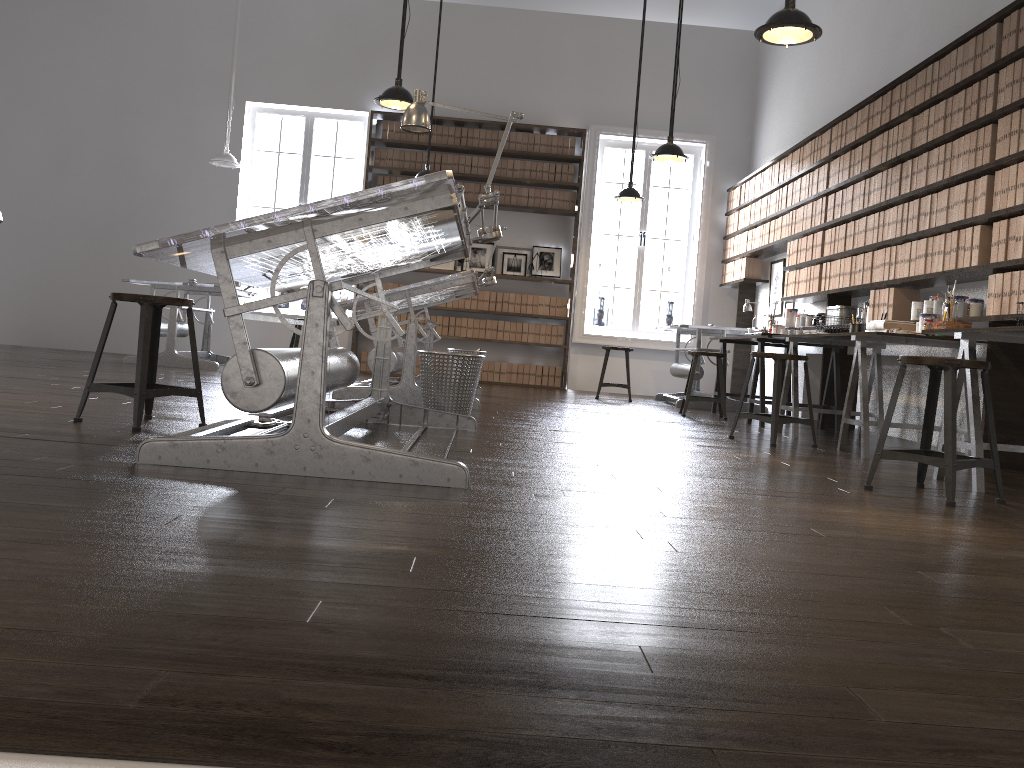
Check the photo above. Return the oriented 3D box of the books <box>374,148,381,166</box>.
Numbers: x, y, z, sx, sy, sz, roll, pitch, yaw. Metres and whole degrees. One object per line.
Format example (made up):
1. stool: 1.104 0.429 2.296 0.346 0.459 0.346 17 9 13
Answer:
1. books: -1.550 -2.603 10.263 0.067 0.226 0.174 5 0 -2

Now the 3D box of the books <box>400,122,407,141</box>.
1. books: -1.250 -2.899 10.273 0.067 0.226 0.174 5 0 -2

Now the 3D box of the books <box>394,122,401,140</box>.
1. books: -1.319 -2.904 10.268 0.067 0.226 0.174 5 0 -2

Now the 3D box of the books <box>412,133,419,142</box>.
1. books: -1.110 -2.888 10.271 0.067 0.226 0.174 5 0 -2

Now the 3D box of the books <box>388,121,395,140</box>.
1. books: -1.391 -2.910 10.262 0.067 0.226 0.174 5 0 -2

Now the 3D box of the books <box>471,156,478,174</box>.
1. books: -0.434 -2.514 10.285 0.067 0.226 0.174 5 0 -2

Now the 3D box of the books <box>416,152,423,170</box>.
1. books: -1.071 -2.565 10.274 0.067 0.226 0.174 5 0 -2

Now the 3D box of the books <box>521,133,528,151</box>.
1. books: 0.147 -2.787 10.308 0.067 0.226 0.174 5 0 -2

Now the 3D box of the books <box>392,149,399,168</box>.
1. books: -1.338 -2.586 10.264 0.067 0.225 0.174 5 0 -2

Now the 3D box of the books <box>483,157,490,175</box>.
1. books: -0.299 -2.503 10.292 0.067 0.225 0.174 5 0 -2

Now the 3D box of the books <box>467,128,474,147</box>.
1. books: -0.481 -2.837 10.292 0.067 0.225 0.174 5 0 -2

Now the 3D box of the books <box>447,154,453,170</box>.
1. books: -0.715 -2.536 10.281 0.067 0.225 0.174 5 0 -2

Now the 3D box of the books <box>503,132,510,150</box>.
1. books: -0.067 -2.804 10.296 0.067 0.226 0.174 5 0 -2

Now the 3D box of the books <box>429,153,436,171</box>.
1. books: -0.929 -2.554 10.278 0.067 0.226 0.174 5 0 -2

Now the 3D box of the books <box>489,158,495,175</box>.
1. books: -0.232 -2.498 10.289 0.067 0.226 0.174 5 0 -2

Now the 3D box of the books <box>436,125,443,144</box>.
1. books: -0.842 -2.866 10.282 0.067 0.226 0.174 5 0 -2

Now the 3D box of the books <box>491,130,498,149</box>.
1. books: -0.204 -2.815 10.298 0.067 0.226 0.174 5 0 -2

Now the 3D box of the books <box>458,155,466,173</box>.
1. books: -0.580 -2.525 10.280 0.067 0.226 0.174 5 0 -2

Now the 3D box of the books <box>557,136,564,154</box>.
1. books: 0.555 -2.755 10.318 0.067 0.226 0.174 5 0 -2

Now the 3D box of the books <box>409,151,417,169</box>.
1. books: -1.141 -2.570 10.272 0.067 0.226 0.174 5 0 -2

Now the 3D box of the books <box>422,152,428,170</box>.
1. books: -1.000 -2.559 10.271 0.067 0.226 0.174 5 0 -2

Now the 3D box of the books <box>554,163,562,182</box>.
1. books: 0.532 -2.437 10.309 0.067 0.226 0.174 5 0 -2

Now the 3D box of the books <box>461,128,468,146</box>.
1. books: -0.555 -2.843 10.285 0.067 0.226 0.174 5 0 -2

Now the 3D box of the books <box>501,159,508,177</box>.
1. books: -0.094 -2.487 10.297 0.067 0.226 0.174 5 0 -2

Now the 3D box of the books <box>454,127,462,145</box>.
1. books: -0.630 -2.849 10.288 0.067 0.226 0.174 5 0 -2

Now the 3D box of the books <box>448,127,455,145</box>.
1. books: -0.700 -2.855 10.282 0.067 0.226 0.174 5 0 -2

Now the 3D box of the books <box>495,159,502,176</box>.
1. books: -0.163 -2.492 10.298 0.067 0.226 0.174 5 0 -2

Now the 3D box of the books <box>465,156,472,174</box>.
1. books: -0.508 -2.520 10.285 0.067 0.226 0.174 5 0 -2

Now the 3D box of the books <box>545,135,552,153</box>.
1. books: 0.421 -2.765 10.313 0.067 0.225 0.174 5 0 -2

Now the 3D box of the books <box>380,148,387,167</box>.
1. books: -1.480 -2.597 10.263 0.067 0.226 0.174 5 0 -2

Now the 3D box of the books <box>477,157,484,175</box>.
1. books: -0.362 -2.508 10.289 0.067 0.225 0.174 5 0 -2

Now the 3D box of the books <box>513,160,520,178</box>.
1. books: 0.049 -2.475 10.299 0.067 0.225 0.174 5 0 -2

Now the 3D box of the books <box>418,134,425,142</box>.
1. books: -1.038 -2.882 10.275 0.067 0.225 0.174 5 0 -2

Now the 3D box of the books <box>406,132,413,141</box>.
1. books: -1.180 -2.893 10.273 0.067 0.226 0.174 5 0 -2

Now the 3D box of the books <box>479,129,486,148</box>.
1. books: -0.343 -2.826 10.292 0.067 0.226 0.174 5 0 -2

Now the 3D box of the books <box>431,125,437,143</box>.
1. books: -0.909 -2.871 10.275 0.067 0.226 0.174 5 0 -2

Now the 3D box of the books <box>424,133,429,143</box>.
1. books: -0.975 -2.877 10.278 0.067 0.225 0.174 5 0 -2

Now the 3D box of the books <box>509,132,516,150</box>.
1. books: 0.005 -2.798 10.298 0.067 0.226 0.174 5 0 -2

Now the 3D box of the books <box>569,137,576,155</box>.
1. books: 0.696 -2.743 10.317 0.067 0.226 0.174 5 0 -2

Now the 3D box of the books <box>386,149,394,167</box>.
1. books: -1.410 -2.592 10.260 0.067 0.226 0.174 5 0 -2

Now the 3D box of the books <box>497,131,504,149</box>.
1. books: -0.130 -2.809 10.298 0.067 0.225 0.174 5 0 -2

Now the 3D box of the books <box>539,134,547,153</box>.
1. books: 0.359 -2.770 10.310 0.067 0.225 0.174 5 0 -2

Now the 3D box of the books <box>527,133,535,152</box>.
1. books: 0.217 -2.782 10.308 0.067 0.226 0.174 5 0 -2

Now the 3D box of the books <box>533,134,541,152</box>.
1. books: 0.287 -2.776 10.306 0.067 0.226 0.174 5 0 -2

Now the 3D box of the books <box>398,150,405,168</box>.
1. books: -1.275 -2.581 10.267 0.067 0.225 0.174 5 0 -2

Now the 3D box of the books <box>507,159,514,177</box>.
1. books: -0.023 -2.481 10.295 0.067 0.226 0.174 5 0 -2

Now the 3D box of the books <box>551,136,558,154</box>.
1. books: 0.488 -2.760 10.310 0.067 0.226 0.174 5 0 -2

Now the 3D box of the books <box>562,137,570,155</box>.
1. books: 0.626 -2.749 10.319 0.067 0.226 0.174 5 0 -2

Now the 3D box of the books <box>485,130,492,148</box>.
1. books: -0.274 -2.821 10.298 0.067 0.226 0.174 5 0 -2

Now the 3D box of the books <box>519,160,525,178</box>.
1. books: 0.111 -2.470 10.302 0.067 0.225 0.174 5 0 -2

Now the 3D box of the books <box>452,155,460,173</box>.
1. books: -0.652 -2.531 10.278 0.067 0.226 0.174 5 0 -2

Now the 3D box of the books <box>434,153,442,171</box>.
1. books: -0.854 -2.547 10.274 0.067 0.226 0.174 5 0 -2

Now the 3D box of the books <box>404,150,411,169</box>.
1. books: -1.208 -2.576 10.264 0.067 0.226 0.174 5 0 -2

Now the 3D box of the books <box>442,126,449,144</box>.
1. books: -0.771 -2.861 10.284 0.067 0.226 0.174 5 0 -2

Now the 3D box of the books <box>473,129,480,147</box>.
1. books: -0.415 -2.832 10.287 0.067 0.226 0.174 5 0 -2

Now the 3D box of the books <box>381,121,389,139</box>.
1. books: -1.464 -2.916 10.260 0.067 0.226 0.174 5 0 -2

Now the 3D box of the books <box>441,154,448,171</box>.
1. books: -0.781 -2.542 10.282 0.067 0.225 0.174 5 0 -2
